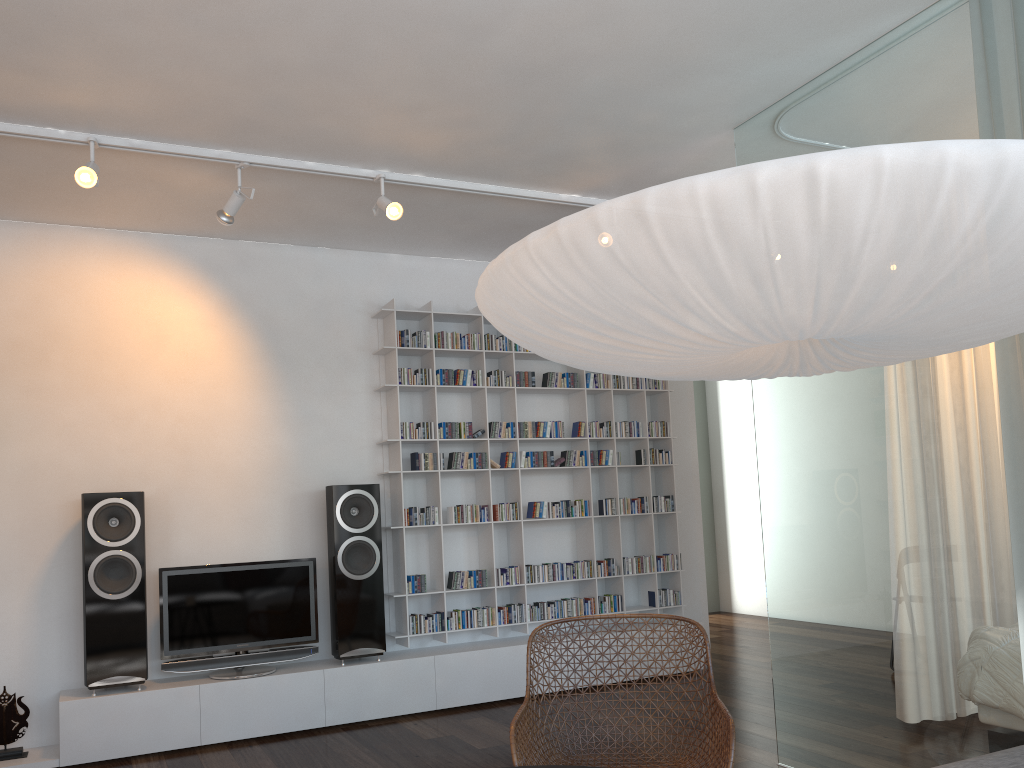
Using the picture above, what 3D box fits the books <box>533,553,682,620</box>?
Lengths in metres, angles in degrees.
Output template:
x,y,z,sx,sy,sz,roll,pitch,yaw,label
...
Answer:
x,y,z,sx,sy,sz,roll,pitch,yaw,label
0.645,1.332,5.858,1.133,0.347,0.115,1,-6,-26,books

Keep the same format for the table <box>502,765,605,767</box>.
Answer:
x,y,z,sx,sy,sz,roll,pitch,yaw,label
0.044,1.155,1.837,0.847,0.469,0.854,0,-8,-24,table

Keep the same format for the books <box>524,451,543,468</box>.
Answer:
x,y,z,sx,sy,sz,roll,pitch,yaw,label
0.127,0.489,5.684,0.132,0.104,0.100,1,-7,-27,books

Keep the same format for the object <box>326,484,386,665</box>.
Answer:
x,y,z,sx,sy,sz,roll,pitch,yaw,label
-0.915,1.086,5.093,0.295,0.996,0.282,-1,-5,-26,object

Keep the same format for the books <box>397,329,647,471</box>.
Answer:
x,y,z,sx,sy,sz,roll,pitch,yaw,label
0.090,0.117,5.705,1.753,0.853,0.115,1,-5,-26,books

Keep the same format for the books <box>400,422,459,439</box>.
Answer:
x,y,z,sx,sy,sz,roll,pitch,yaw,label
-0.514,0.289,5.392,0.384,0.103,0.102,1,-7,-26,books

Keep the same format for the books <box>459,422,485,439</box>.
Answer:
x,y,z,sx,sy,sz,roll,pitch,yaw,label
-0.253,0.295,5.517,0.163,0.105,0.090,1,-7,-26,books

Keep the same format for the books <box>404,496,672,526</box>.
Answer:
x,y,z,sx,sy,sz,roll,pitch,yaw,label
0.206,0.810,5.694,1.924,0.113,0.115,1,-7,-26,books

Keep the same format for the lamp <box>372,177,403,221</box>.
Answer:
x,y,z,sx,sy,sz,roll,pitch,yaw,label
-0.609,-0.869,4.178,0.085,0.238,0.252,1,-7,-41,lamp

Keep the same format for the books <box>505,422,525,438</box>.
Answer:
x,y,z,sx,sy,sz,roll,pitch,yaw,label
0.005,0.300,5.643,0.139,0.104,0.100,1,-7,-27,books

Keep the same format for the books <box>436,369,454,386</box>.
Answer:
x,y,z,sx,sy,sz,roll,pitch,yaw,label
-0.432,-0.034,5.463,0.132,0.104,0.100,1,-7,-27,books

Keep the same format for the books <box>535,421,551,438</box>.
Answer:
x,y,z,sx,sy,sz,roll,pitch,yaw,label
0.188,0.301,5.731,0.118,0.107,0.090,0,-7,-26,books

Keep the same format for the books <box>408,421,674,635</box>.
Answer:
x,y,z,sx,sy,sz,roll,pitch,yaw,label
0.205,0.595,5.714,1.952,1.809,0.115,0,-5,-26,books

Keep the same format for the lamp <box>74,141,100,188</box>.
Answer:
x,y,z,sx,sy,sz,roll,pitch,yaw,label
-1.741,-0.893,3.632,0.085,0.237,0.253,-1,-7,-20,lamp

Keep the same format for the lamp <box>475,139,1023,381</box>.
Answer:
x,y,z,sx,sy,sz,roll,pitch,yaw,label
0.654,-0.162,2.039,1.472,0.208,1.480,-4,-8,10,lamp

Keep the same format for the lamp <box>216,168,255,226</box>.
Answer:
x,y,z,sx,sy,sz,roll,pitch,yaw,label
-1.248,-0.857,4.035,0.251,0.238,0.085,-7,-6,30,lamp

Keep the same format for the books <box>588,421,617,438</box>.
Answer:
x,y,z,sx,sy,sz,roll,pitch,yaw,label
0.585,0.309,5.925,0.232,0.112,0.102,1,-7,-26,books

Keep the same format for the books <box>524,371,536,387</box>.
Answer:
x,y,z,sx,sy,sz,roll,pitch,yaw,label
0.101,-0.022,5.720,0.074,0.104,0.090,0,-7,-26,books

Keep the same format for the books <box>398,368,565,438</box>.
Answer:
x,y,z,sx,sy,sz,roll,pitch,yaw,label
-0.187,0.133,5.566,1.124,0.428,0.102,1,-6,-26,books

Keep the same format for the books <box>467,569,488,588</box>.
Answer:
x,y,z,sx,sy,sz,roll,pitch,yaw,label
-0.225,1.199,5.444,0.132,0.104,0.100,1,-7,-27,books

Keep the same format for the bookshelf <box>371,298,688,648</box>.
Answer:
x,y,z,sx,sy,sz,roll,pitch,yaw,label
0.163,0.547,5.754,2.085,2.062,0.228,0,-5,-26,bookshelf

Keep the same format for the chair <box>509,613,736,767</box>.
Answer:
x,y,z,sx,sy,sz,roll,pitch,yaw,label
0.373,1.183,3.021,0.718,0.705,0.690,-4,-6,6,chair

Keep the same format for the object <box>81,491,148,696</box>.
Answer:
x,y,z,sx,sy,sz,roll,pitch,yaw,label
-2.042,1.063,4.546,0.295,0.996,0.282,-1,-5,-26,object

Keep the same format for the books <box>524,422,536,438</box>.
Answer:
x,y,z,sx,sy,sz,roll,pitch,yaw,label
0.101,0.300,5.688,0.074,0.108,0.090,0,-6,-26,books

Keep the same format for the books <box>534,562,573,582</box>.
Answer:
x,y,z,sx,sy,sz,roll,pitch,yaw,label
0.263,1.207,5.684,0.234,0.112,0.115,1,-7,-26,books

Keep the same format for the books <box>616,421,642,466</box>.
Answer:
x,y,z,sx,sy,sz,roll,pitch,yaw,label
0.770,0.406,6.007,0.230,0.298,0.115,0,-5,-26,books

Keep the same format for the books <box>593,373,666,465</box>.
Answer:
x,y,z,sx,sy,sz,roll,pitch,yaw,label
0.804,0.245,6.040,0.568,0.622,0.115,0,-5,-26,books

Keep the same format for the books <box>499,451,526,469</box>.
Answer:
x,y,z,sx,sy,sz,roll,pitch,yaw,label
0.004,0.485,5.624,0.158,0.109,0.090,0,-7,-26,books

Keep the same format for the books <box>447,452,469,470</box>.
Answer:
x,y,z,sx,sy,sz,roll,pitch,yaw,label
-0.332,0.476,5.461,0.118,0.107,0.090,0,-7,-26,books

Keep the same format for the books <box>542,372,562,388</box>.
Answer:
x,y,z,sx,sy,sz,roll,pitch,yaw,label
0.262,-0.019,5.798,0.118,0.107,0.090,0,-7,-26,books

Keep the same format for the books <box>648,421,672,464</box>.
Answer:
x,y,z,sx,sy,sz,roll,pitch,yaw,label
0.991,0.410,6.115,0.183,0.298,0.115,0,-5,-26,books

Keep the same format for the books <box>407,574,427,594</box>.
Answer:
x,y,z,sx,sy,sz,roll,pitch,yaw,label
-0.582,1.192,5.271,0.132,0.104,0.100,1,-7,-27,books

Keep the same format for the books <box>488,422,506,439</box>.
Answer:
x,y,z,sx,sy,sz,roll,pitch,yaw,label
-0.101,0.296,5.590,0.118,0.107,0.090,0,-7,-26,books

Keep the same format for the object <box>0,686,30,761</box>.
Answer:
x,y,z,sx,sy,sz,roll,pitch,yaw,label
-2.478,1.652,4.325,0.212,0.348,0.122,0,-5,-26,object

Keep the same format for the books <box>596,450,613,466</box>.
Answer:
x,y,z,sx,sy,sz,roll,pitch,yaw,label
0.609,0.497,5.917,0.118,0.107,0.090,0,-7,-26,books

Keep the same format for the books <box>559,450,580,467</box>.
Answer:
x,y,z,sx,sy,sz,roll,pitch,yaw,label
0.382,0.493,5.807,0.118,0.107,0.090,0,-7,-26,books

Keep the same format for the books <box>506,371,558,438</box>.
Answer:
x,y,z,sx,sy,sz,roll,pitch,yaw,label
0.114,0.141,5.713,0.350,0.429,0.101,0,-5,-27,books

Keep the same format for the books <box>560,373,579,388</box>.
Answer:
x,y,z,sx,sy,sz,roll,pitch,yaw,label
0.366,-0.016,5.849,0.132,0.104,0.100,1,-7,-27,books

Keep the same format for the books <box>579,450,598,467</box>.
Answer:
x,y,z,sx,sy,sz,roll,pitch,yaw,label
0.491,0.497,5.861,0.144,0.104,0.099,1,-7,-27,books

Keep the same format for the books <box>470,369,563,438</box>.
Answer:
x,y,z,sx,sy,sz,roll,pitch,yaw,label
0.026,0.134,5.671,0.621,0.435,0.101,1,-5,-26,books

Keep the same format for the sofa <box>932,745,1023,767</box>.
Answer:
x,y,z,sx,sy,sz,roll,pitch,yaw,label
0.584,0.902,0.965,3.067,0.667,2.055,1,-9,-26,sofa

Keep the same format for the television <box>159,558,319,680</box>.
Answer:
x,y,z,sx,sy,sz,roll,pitch,yaw,label
-1.470,1.274,4.817,0.788,0.597,0.348,-2,-5,-8,television

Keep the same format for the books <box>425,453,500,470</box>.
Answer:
x,y,z,sx,sy,sz,roll,pitch,yaw,label
-0.311,0.480,5.470,0.503,0.105,0.090,1,-7,-26,books

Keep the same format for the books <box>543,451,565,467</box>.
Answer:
x,y,z,sx,sy,sz,roll,pitch,yaw,label
0.263,0.492,5.749,0.163,0.105,0.090,1,-7,-26,books

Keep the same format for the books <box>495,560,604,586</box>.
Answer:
x,y,z,sx,sy,sz,roll,pitch,yaw,label
0.236,1.206,5.671,0.764,0.112,0.115,1,-7,-26,books

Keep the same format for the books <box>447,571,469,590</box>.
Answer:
x,y,z,sx,sy,sz,roll,pitch,yaw,label
-0.329,1.196,5.393,0.118,0.107,0.090,0,-7,-26,books

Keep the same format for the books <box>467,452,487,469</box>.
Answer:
x,y,z,sx,sy,sz,roll,pitch,yaw,label
-0.229,0.483,5.511,0.132,0.104,0.100,1,-7,-27,books

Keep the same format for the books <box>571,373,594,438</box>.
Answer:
x,y,z,sx,sy,sz,roll,pitch,yaw,label
0.472,0.146,5.884,0.156,0.429,0.090,-1,-5,-26,books

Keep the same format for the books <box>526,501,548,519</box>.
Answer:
x,y,z,sx,sy,sz,roll,pitch,yaw,label
0.162,0.808,5.669,0.118,0.107,0.090,0,-7,-26,books

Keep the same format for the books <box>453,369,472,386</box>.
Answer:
x,y,z,sx,sy,sz,roll,pitch,yaw,label
-0.316,-0.032,5.518,0.118,0.107,0.090,0,-7,-26,books

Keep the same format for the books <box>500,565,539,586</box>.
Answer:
x,y,z,sx,sy,sz,roll,pitch,yaw,label
0.035,1.202,5.572,0.268,0.112,0.100,1,-7,-27,books

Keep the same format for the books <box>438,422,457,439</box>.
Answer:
x,y,z,sx,sy,sz,roll,pitch,yaw,label
-0.411,0.291,5.441,0.132,0.104,0.100,1,-7,-27,books
